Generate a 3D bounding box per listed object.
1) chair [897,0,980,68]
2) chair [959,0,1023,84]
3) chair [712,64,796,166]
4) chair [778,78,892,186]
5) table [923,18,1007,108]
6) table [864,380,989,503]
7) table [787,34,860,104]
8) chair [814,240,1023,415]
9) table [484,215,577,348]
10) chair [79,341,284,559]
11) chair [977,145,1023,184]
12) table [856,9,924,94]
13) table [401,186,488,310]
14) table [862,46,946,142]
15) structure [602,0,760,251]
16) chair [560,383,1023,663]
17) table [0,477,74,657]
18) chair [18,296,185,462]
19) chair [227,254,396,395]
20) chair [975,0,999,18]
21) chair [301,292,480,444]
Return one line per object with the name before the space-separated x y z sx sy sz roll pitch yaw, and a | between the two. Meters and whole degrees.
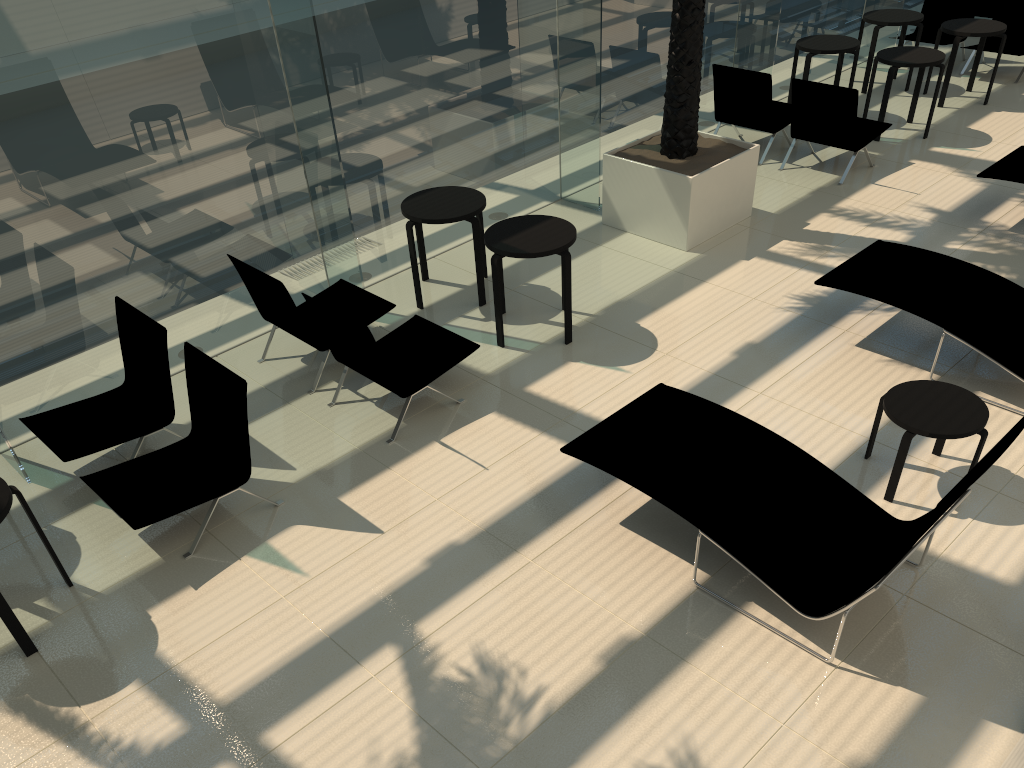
chair | 5.421 -4.605 11.209 0.850 0.964 0.685 -32 46 -32
chair | 6.073 -4.278 10.694 0.850 0.964 0.685 -32 46 -32
chair | 2.643 -2.980 9.290 0.850 0.964 0.685 -32 46 -32
chair | 3.296 -2.653 8.775 0.850 0.964 0.685 -32 46 -32
table | 5.254 -3.728 10.136 0.680 0.847 0.621 -4 37 1
table | 2.422 0.346 5.124 0.554 0.562 0.506 -4 37 1
table | 3.542 -3.475 9.973 0.680 0.847 0.622 -6 37 -3
chair | 3.204 -0.688 5.848 1.950 1.256 0.882 28 48 35
table | 0.155 -0.773 6.650 0.680 0.847 0.622 -6 37 -3
chair | -2.015 0.423 5.149 0.850 0.964 0.685 -32 46 -32
chair | 5.049 -1.760 7.113 1.950 1.256 0.882 28 48 35
table | 4.575 -4.069 10.672 0.680 0.847 0.621 -4 37 1
table | -0.523 -1.113 7.186 0.680 0.847 0.622 -6 37 -3
table | 4.221 -3.135 9.437 0.680 0.847 0.622 -6 37 -3
structure | 1.245 -4.498 5.884 4.661 7.606 4.219 24 46 31
chair | 1.301 0.418 4.544 1.950 1.256 0.882 28 48 35
table | -2.835 0.972 4.591 0.680 0.847 0.621 -1 38 4
chair | -2.668 0.096 5.663 0.850 0.964 0.685 -32 46 -32
chair | -1.440 -0.607 6.490 0.850 0.964 0.685 -32 46 -32
chair | 6.648 -5.307 12.035 0.850 0.964 0.685 -32 46 -32
chair | -0.787 -0.280 5.976 0.850 0.964 0.685 -32 46 -32
